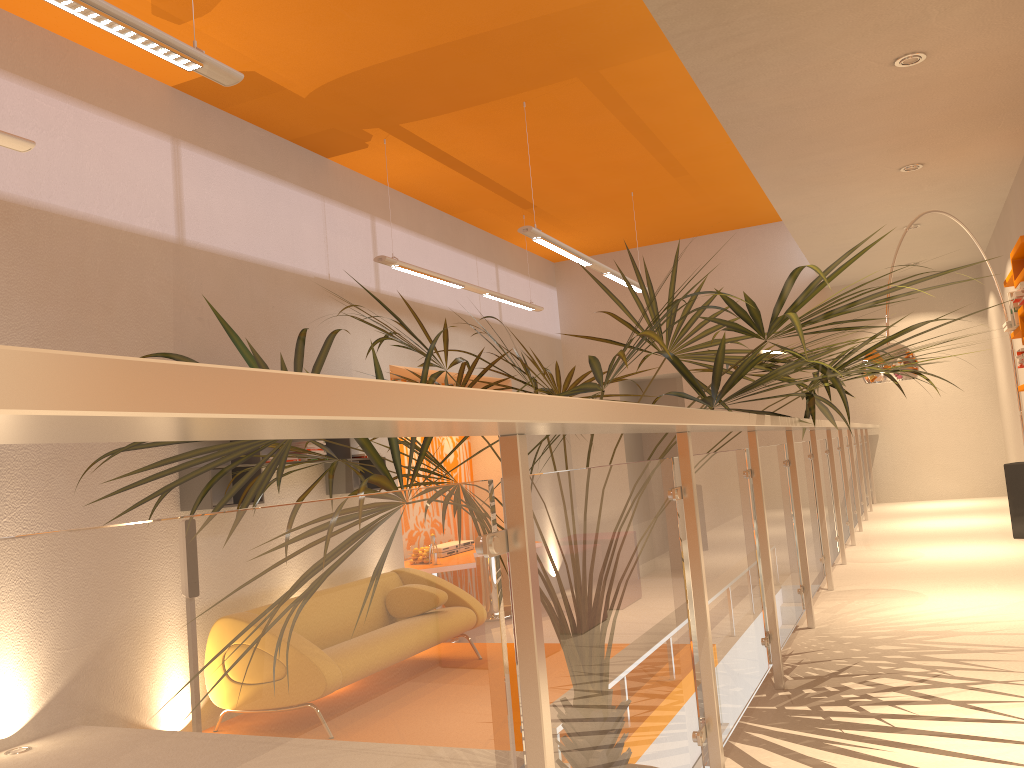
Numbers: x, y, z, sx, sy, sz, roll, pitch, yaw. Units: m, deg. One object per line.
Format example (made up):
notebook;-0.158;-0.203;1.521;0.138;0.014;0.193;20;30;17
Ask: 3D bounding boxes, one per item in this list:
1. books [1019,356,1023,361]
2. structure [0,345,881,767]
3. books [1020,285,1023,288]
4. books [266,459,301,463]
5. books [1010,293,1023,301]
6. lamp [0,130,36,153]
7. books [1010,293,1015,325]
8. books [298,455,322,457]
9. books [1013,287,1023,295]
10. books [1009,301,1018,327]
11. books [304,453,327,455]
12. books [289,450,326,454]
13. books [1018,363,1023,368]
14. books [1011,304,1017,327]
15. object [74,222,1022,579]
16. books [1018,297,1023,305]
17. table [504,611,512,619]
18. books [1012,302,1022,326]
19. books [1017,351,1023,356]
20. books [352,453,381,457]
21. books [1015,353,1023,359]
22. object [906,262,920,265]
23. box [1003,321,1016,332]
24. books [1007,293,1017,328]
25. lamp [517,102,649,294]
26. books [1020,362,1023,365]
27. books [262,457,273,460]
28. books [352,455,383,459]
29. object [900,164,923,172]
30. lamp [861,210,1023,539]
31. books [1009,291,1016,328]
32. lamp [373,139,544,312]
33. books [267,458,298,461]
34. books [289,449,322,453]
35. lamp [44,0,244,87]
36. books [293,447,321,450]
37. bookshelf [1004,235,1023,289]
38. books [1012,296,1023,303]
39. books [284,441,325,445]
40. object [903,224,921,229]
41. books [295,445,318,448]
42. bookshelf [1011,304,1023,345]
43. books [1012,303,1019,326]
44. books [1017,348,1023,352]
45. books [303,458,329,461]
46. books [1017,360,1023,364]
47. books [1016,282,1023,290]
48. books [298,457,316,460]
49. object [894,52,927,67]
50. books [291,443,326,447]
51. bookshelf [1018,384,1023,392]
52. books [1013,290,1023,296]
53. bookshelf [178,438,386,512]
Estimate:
books;3.149;-0.160;5.302;0.190;0.015;0.254;-7;-6;25
structure;1.951;0.686;5.277;0.195;0.900;11.050;-7;-6;24
books;3.031;-0.561;5.100;0.190;0.015;0.254;-8;-6;30
books;-1.649;0.542;6.144;0.210;0.013;0.297;-9;-7;39
books;3.018;-0.514;5.088;0.254;0.015;0.190;-7;-5;20
lamp;-2.958;-1.664;2.718;0.120;1.052;3.195;-7;-6;24
books;3.226;-0.476;5.508;0.207;0.210;0.021;-7;-6;24
books;-1.508;0.533;6.461;0.190;0.015;0.254;-6;-5;15
books;3.029;-0.545;5.095;0.227;0.017;0.230;-7;-5;19
books;3.253;-0.455;5.551;0.230;0.169;0.027;-7;-6;24
books;-1.505;0.518;6.468;0.190;0.015;0.254;-7;-5;20
books;-1.517;0.504;6.477;0.230;0.017;0.226;-6;-5;14
books;3.153;-0.121;5.291;0.210;0.013;0.297;-7;-6;24
books;3.249;-0.457;5.523;0.230;0.169;0.027;-7;-6;24
object;0.085;0.601;3.085;3.098;2.600;3.241;-8;-6;32
books;3.032;-0.491;5.075;0.210;0.013;0.297;-7;-6;24
table;-0.417;2.096;8.978;0.969;0.760;2.573;-7;-6;24
books;3.228;-0.459;5.472;0.230;0.169;0.023;-7;-6;24
books;3.160;-0.194;5.293;0.254;0.015;0.190;-8;-6;30
books;-1.204;0.570;7.074;0.226;0.017;0.230;-7;-6;24
books;3.158;-0.178;5.295;0.230;0.017;0.227;-7;-5;19
object;4.332;-1.316;9.601;0.143;0.059;0.143;-5;-5;-4
box;3.302;-0.384;5.707;0.232;0.047;0.232;-7;-6;24
books;3.269;-0.481;5.590;0.230;0.227;0.017;-7;-6;24
lamp;0.710;-1.523;7.851;0.120;1.052;3.195;-7;-6;24
books;3.154;-0.133;5.296;0.190;0.011;0.268;-7;-6;25
books;-1.659;0.517;6.135;0.190;0.015;0.254;-8;-6;35
books;-1.194;0.586;7.083;0.254;0.015;0.190;-8;-6;30
object;2.723;-1.494;6.051;0.143;0.059;0.143;-5;-5;-4
lamp;2.857;-0.032;5.777;2.077;2.259;0.315;0;-7;-43
books;3.267;-0.483;5.571;0.230;0.227;0.017;-7;-6;24
lamp;-0.405;-1.382;8.349;0.120;1.052;3.195;-7;-6;24
books;-1.653;0.531;6.142;0.190;0.011;0.268;-9;-7;40
books;-1.509;0.488;6.478;0.210;0.013;0.297;-7;-5;19
lamp;-1.843;-1.805;2.219;0.120;1.052;3.195;-7;-6;24
books;-1.511;0.476;6.475;0.190;0.011;0.268;-7;-5;20
bookshelf;3.207;-0.713;5.464;0.220;0.220;1.150;-7;-6;24
books;3.029;-0.502;5.084;0.268;0.011;0.190;-7;-6;25
books;-1.523;0.433;6.483;0.230;0.017;0.226;-6;-5;14
object;3.527;-1.405;7.825;0.143;0.059;0.143;-5;-5;-4
books;-1.515;0.462;6.467;0.190;0.015;0.254;-6;-5;15
bookshelf;3.238;-0.359;5.433;0.220;0.220;1.150;-7;-6;24
books;3.223;-0.451;5.490;0.207;0.156;0.009;-7;-6;24
books;3.150;-0.210;5.285;0.226;0.017;0.230;-7;-6;24
books;-1.502;0.559;6.472;0.210;0.013;0.297;-7;-5;19
books;3.156;-0.145;5.307;0.190;0.015;0.254;-7;-5;20
books;3.040;-0.579;5.092;0.230;0.017;0.227;-7;-6;24
books;-1.505;0.547;6.469;0.190;0.011;0.268;-7;-5;20
object;1.919;-1.583;4.277;0.143;0.059;0.143;-5;-5;-4
books;-1.511;0.448;6.475;0.190;0.015;0.254;-7;-5;20
bookshelf;3.268;-0.004;5.401;0.220;0.220;1.150;-7;-6;24
books;3.022;-0.530;5.083;0.254;0.015;0.190;-7;-6;25
bookshelf;-1.575;0.436;6.425;0.252;0.790;2.000;-7;-6;24
